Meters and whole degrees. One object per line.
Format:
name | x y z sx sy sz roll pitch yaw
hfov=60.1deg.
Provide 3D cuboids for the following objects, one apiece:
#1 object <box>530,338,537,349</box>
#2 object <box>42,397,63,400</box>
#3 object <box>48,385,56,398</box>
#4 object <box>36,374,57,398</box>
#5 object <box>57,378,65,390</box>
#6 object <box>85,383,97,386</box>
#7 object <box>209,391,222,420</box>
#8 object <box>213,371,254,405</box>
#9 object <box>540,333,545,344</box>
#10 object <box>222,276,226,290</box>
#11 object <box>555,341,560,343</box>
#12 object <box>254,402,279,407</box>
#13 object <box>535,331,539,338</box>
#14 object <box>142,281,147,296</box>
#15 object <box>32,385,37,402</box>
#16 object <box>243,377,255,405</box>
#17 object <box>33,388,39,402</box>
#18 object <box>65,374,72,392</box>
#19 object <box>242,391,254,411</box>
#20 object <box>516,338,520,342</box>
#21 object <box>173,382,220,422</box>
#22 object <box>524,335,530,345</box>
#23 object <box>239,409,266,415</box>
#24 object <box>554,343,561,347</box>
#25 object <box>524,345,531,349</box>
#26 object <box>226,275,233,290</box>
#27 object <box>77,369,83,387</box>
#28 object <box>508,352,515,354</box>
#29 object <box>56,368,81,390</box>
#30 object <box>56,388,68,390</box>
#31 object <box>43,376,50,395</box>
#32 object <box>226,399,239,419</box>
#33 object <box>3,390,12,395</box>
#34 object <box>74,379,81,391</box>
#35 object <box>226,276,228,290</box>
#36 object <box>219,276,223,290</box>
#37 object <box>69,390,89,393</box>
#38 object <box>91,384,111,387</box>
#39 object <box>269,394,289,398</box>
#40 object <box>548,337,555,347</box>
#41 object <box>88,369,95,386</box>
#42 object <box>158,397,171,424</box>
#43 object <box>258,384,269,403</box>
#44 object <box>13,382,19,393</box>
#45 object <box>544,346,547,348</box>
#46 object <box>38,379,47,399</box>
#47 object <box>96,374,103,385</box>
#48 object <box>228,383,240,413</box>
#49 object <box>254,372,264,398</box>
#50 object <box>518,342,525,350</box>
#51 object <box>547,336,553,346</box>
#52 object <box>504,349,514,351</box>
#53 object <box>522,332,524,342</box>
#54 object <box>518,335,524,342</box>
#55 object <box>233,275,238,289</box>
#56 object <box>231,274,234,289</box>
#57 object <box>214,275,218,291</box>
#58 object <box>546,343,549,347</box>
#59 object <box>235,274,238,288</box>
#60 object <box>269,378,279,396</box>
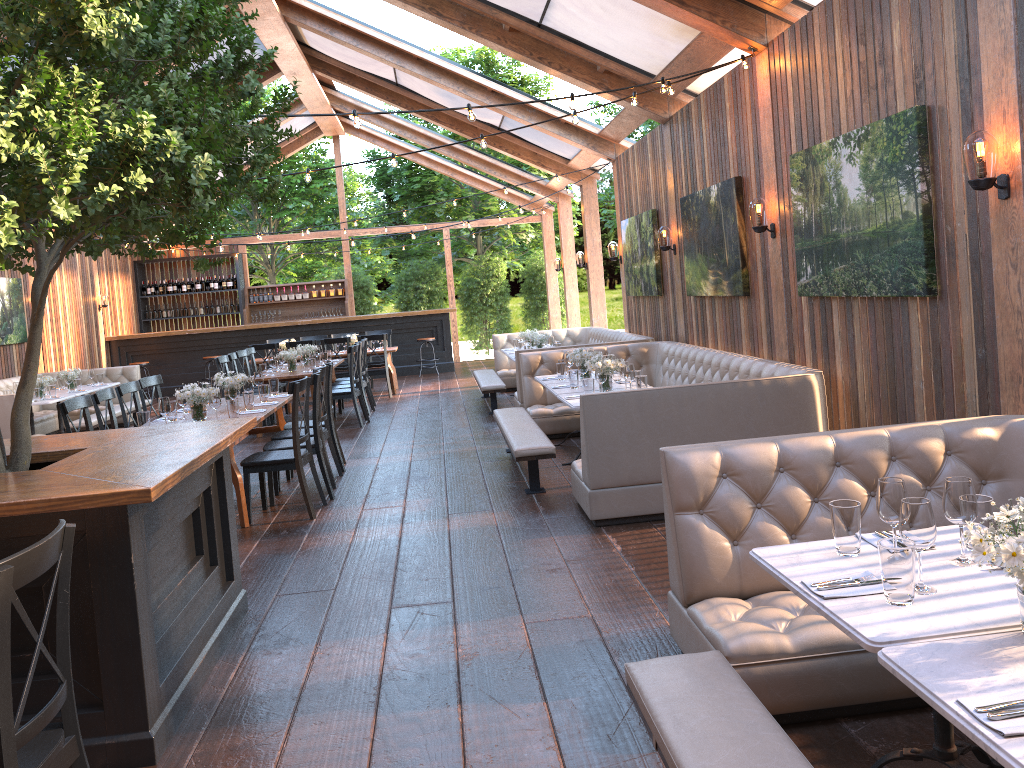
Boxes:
object | 0.280 -0.471 11.377 0.092 0.244 0.092 -2 4 43
object | -5.682 0.173 10.923 0.255 0.019 0.158 -5 6 -4
object | -5.750 0.093 11.074 0.092 0.158 0.092 -6 3 -18
object | -5.958 0.021 11.190 0.328 0.308 0.338 -3 5 17
object | -6.270 0.002 12.307 0.092 0.158 0.092 -6 3 -18
object | -6.072 0.008 12.760 0.157 0.019 0.256 -5 6 -4
object | -2.250 0.176 6.720 0.092 0.244 0.092 -2 4 43
object | -2.521 0.030 7.976 0.328 0.308 0.338 -2 5 32
object | 0.440 -0.584 12.314 0.092 0.244 0.093 -3 3 38
object | -6.287 -2.210 19.313 0.078 0.311 0.078 -5 3 -10
object | 0.586 -0.478 11.618 0.092 0.158 0.092 -6 3 -18
object | -2.178 0.173 7.742 0.255 0.019 0.158 -5 6 -4
object | 0.367 -0.664 13.107 0.092 0.244 0.093 -3 3 38
object | -8.004 -2.069 19.237 0.081 0.323 0.171 -6 3 -19
object | -5.826 0.090 10.758 0.092 0.244 0.092 -2 4 43
object | -2.323 0.065 7.812 0.092 0.244 0.092 -5 3 -2
object | -5.750 0.135 10.678 0.092 0.158 0.092 -6 3 -18
object | -5.895 -0.013 11.771 0.092 0.244 0.093 -3 3 38
object | -2.199 0.142 7.398 0.092 0.158 0.092 -5 3 2
object | 0.105 -0.614 13.238 0.092 0.158 0.092 -6 3 -18
object | -2.457 0.137 6.929 0.336 0.308 0.330 -5 4 -9
object | 0.210 -0.551 12.174 0.092 0.244 0.093 -3 3 38
object | -2.144 0.225 7.231 0.255 0.019 0.158 -5 6 -4
object | 0.585 -0.436 11.222 0.092 0.158 0.092 -6 3 -18
object | 0.202 -0.414 11.306 0.092 0.158 0.092 -6 3 -18
object | -6.175 -2.225 19.363 0.136 0.315 0.137 -5 3 2
object | -6.162 -0.082 12.611 0.092 0.244 0.093 -3 3 38
object | 0.075 -0.436 12.260 0.255 0.019 0.158 -5 6 -4
object | -6.062 -0.072 12.137 0.330 0.308 0.336 -7 5 -30
object | -6.327 0.060 12.464 0.255 0.019 0.158 -5 6 -4
object | -6.126 0.020 11.630 0.092 0.244 0.093 -3 3 38
object | -2.146 0.201 6.811 0.091 0.158 0.092 -4 3 12
object | -6.133 0.157 10.763 0.092 0.158 0.092 -6 3 -18
object | -5.810 0.015 11.845 0.092 0.158 0.092 -6 3 -18
object | -6.254 -2.230 19.481 0.077 0.308 0.077 -6 3 -26
object | -6.372 -2.205 19.338 0.077 0.308 0.077 -6 3 -26
object | -5.742 0.095 11.693 0.255 0.019 0.158 -5 6 -4
object | -5.815 0.016 12.486 0.255 0.019 0.158 -5 6 -4
object | -2.227 0.115 8.321 0.255 0.019 0.158 -5 6 -4
object | 0.509 -0.481 11.302 0.092 0.244 0.092 -2 4 43
object | -5.969 -0.093 12.563 0.092 0.244 0.093 -3 3 38
object | -2.564 0.221 6.539 0.092 0.244 0.092 -6 3 -24
object | -2.220 0.088 7.917 0.091 0.158 0.092 -3 4 22
object | -6.055 0.100 10.833 0.092 0.244 0.092 -2 4 43
object | 0.520 -0.555 13.030 0.255 0.019 0.158 -5 6 -4
object | -5.835 0.064 11.000 0.092 0.244 0.092 -2 4 43
object | -5.884 -0.064 12.637 0.092 0.158 0.092 -6 3 -18
object | -2.294 0.116 7.311 0.092 0.244 0.092 -5 3 -7
object | -2.399 0.008 8.398 0.092 0.244 0.092 -5 3 -2
object | 0.132 -0.494 12.103 0.092 0.158 0.092 -6 3 -18
object | 0.501 -0.507 11.544 0.092 0.244 0.092 -2 4 43
object | 0.009 -0.511 13.008 0.255 0.019 0.158 -5 6 -4
object | 0.174 -0.653 13.155 0.092 0.244 0.093 -3 3 38
object | 0.144 -0.626 12.921 0.092 0.244 0.093 -3 3 38
object | -6.057 -2.229 19.360 0.075 0.302 0.076 -4 3 12
object | -6.154 -2.252 19.504 0.088 0.333 0.087 -6 3 -24
object | -6.466 -2.206 19.312 0.088 0.333 0.087 -6 3 -24
object | 0.525 -0.556 12.388 0.092 0.158 0.092 -6 3 -18
object | -6.062 -2.251 19.469 0.081 0.323 0.081 -6 3 -26
object | -2.285 0.031 8.498 0.091 0.158 0.092 -3 4 32
